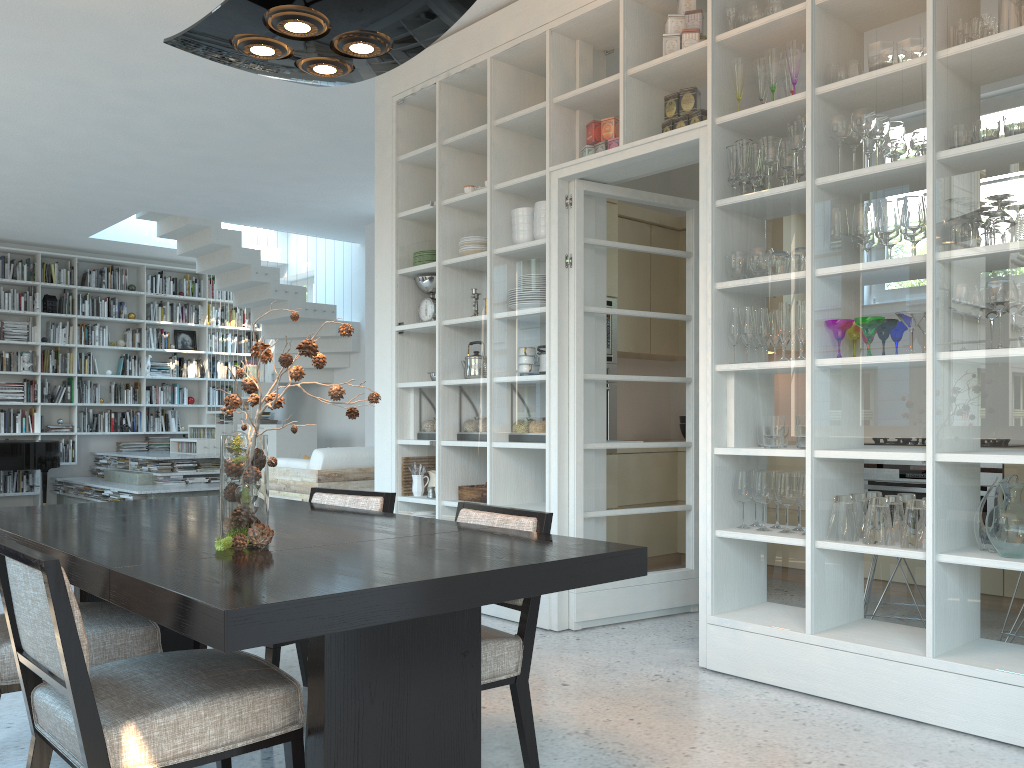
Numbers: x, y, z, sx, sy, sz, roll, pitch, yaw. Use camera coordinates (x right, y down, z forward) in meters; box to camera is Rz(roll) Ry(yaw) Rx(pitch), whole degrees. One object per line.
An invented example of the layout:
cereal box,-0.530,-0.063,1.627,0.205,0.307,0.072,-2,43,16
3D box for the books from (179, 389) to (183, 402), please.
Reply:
books,-4.560,-0.192,12.171,0.037,0.219,0.139,1,-2,-42

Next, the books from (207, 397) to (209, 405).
books,-4.307,-0.217,12.398,0.085,0.278,0.159,1,-2,-42

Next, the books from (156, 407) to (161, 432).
books,-4.774,0.114,11.954,0.014,0.333,0.168,2,-2,-42

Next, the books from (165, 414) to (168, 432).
books,-4.714,0.161,12.012,0.031,0.239,0.171,1,-2,-42

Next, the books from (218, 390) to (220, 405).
books,-4.166,-0.182,12.525,0.025,0.208,0.149,1,-2,-42

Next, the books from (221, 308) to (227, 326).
books,-4.073,-1.308,12.522,0.023,0.254,0.189,2,-2,-42

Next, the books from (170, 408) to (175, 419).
books,-4.640,0.119,12.100,0.012,0.326,0.136,2,-2,-42

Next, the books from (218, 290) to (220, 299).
books,-4.175,-1.701,12.549,0.012,0.306,0.184,2,-2,-42

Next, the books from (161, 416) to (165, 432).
books,-4.749,0.172,11.974,0.052,0.217,0.184,1,-2,-42

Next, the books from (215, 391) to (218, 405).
books,-4.196,-0.179,12.482,0.029,0.201,0.172,1,-2,-42

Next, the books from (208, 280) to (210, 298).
books,-4.279,-1.687,12.460,0.022,0.275,0.160,2,-2,-42

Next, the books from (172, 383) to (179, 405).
books,-4.600,-0.229,12.110,0.026,0.290,0.181,2,-2,-42

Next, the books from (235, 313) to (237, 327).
books,-3.981,-1.289,12.706,0.023,0.220,0.171,1,-2,-42

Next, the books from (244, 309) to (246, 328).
books,-3.886,-1.321,12.808,0.023,0.287,0.163,2,-2,-42

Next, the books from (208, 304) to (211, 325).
books,-4.239,-1.330,12.371,0.010,0.294,0.183,2,-2,-42

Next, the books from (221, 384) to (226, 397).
books,-4.102,-0.226,12.587,0.013,0.297,0.141,2,-2,-42

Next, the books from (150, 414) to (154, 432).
books,-4.842,0.158,11.888,0.015,0.243,0.156,2,-2,-42

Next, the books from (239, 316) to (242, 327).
books,-3.938,-1.269,12.771,0.034,0.183,0.156,1,-2,-42

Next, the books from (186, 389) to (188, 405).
books,-4.513,-0.194,12.203,0.027,0.223,0.170,1,-2,-42

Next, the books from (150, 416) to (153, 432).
books,-4.863,0.172,11.883,0.023,0.214,0.163,1,-2,-42

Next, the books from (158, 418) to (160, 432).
books,-4.790,0.188,11.942,0.024,0.185,0.149,1,-2,-42

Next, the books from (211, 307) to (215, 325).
books,-4.203,-1.314,12.393,0.026,0.263,0.189,1,-2,-42

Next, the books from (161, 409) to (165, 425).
books,-4.741,0.129,12.013,0.010,0.304,0.131,2,-2,-42

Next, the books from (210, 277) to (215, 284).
books,-4.219,-1.714,12.527,0.014,0.331,0.142,2,-2,-42

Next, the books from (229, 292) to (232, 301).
books,-4.042,-1.650,12.680,0.026,0.208,0.163,1,-2,-42

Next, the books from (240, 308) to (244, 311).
books,-3.906,-1.325,12.805,0.011,0.294,0.151,2,-2,-42

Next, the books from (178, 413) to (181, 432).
books,-4.586,0.146,12.131,0.062,0.274,0.148,1,-2,-42

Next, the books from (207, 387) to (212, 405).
books,-4.257,-0.205,12.423,0.024,0.252,0.175,2,-2,-42

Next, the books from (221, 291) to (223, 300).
books,-4.136,-1.677,12.591,0.022,0.259,0.163,2,-2,-42

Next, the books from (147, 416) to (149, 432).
books,-4.901,0.173,11.865,0.033,0.213,0.140,1,-2,-42

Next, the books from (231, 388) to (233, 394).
books,-4.024,-0.203,12.660,0.012,0.254,0.161,2,-2,-42

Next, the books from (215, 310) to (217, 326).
books,-4.183,-1.294,12.425,0.049,0.224,0.161,1,-2,-42

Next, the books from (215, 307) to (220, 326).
books,-4.145,-1.314,12.473,0.023,0.264,0.158,2,-2,-42

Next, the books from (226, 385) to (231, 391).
books,-4.042,-0.219,12.630,0.011,0.285,0.161,2,-2,-42

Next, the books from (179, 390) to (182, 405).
books,-4.574,-0.184,12.137,0.030,0.201,0.189,1,-2,-42

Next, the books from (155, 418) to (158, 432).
books,-4.815,0.186,11.928,0.030,0.188,0.140,1,-2,-42

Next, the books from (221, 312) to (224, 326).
books,-4.103,-1.287,12.519,0.025,0.211,0.134,1,-2,-42

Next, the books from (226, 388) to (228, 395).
books,-4.084,-0.198,12.616,0.027,0.242,0.131,1,-2,-42

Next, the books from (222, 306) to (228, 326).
books,-4.059,-1.329,12.541,0.022,0.297,0.152,2,-2,-42

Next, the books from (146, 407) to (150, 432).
books,-4.884,0.116,11.881,0.013,0.327,0.130,2,-2,-42

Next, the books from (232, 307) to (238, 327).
books,-3.974,-1.326,12.724,0.010,0.295,0.165,2,-2,-42

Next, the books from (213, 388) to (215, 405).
books,-4.218,-0.200,12.469,0.022,0.242,0.151,2,-2,-42

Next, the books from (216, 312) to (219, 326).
books,-4.152,-1.279,12.445,0.024,0.193,0.189,1,-2,-42

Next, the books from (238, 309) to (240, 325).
books,-3.960,-1.319,12.753,0.024,0.281,0.153,2,-2,-42

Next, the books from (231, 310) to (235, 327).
books,-4.006,-1.301,12.619,0.042,0.242,0.247,1,-2,-42

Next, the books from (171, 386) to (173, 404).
books,-4.657,-0.209,12.052,0.014,0.249,0.177,2,-2,-42

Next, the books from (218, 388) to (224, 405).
books,-4.129,-0.202,12.524,0.027,0.248,0.184,1,-2,-42

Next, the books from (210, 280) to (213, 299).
books,-4.245,-1.692,12.486,0.013,0.286,0.150,2,-2,-42

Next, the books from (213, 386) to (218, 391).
books,-4.189,-0.212,12.515,0.024,0.267,0.133,2,-2,-42

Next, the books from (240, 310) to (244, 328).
books,-3.904,-1.308,12.777,0.022,0.261,0.160,2,-2,-42

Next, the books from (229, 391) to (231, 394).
books,-4.048,-0.180,12.611,0.021,0.205,0.174,1,-2,-42

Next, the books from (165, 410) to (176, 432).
books,-4.646,0.136,12.017,0.075,0.291,0.255,1,-2,-42

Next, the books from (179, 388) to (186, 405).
books,-4.531,-0.200,12.185,0.025,0.235,0.181,1,-2,-42

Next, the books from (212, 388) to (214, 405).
books,-4.239,-0.197,12.449,0.037,0.236,0.153,1,-2,-42

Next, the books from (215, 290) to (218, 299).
books,-4.196,-1.670,12.527,0.023,0.244,0.182,2,-2,-42

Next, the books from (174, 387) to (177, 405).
books,-4.615,-0.206,12.090,0.023,0.244,0.189,2,-2,-42

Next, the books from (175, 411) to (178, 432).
books,-4.612,0.139,12.095,0.025,0.287,0.160,2,-2,-42
